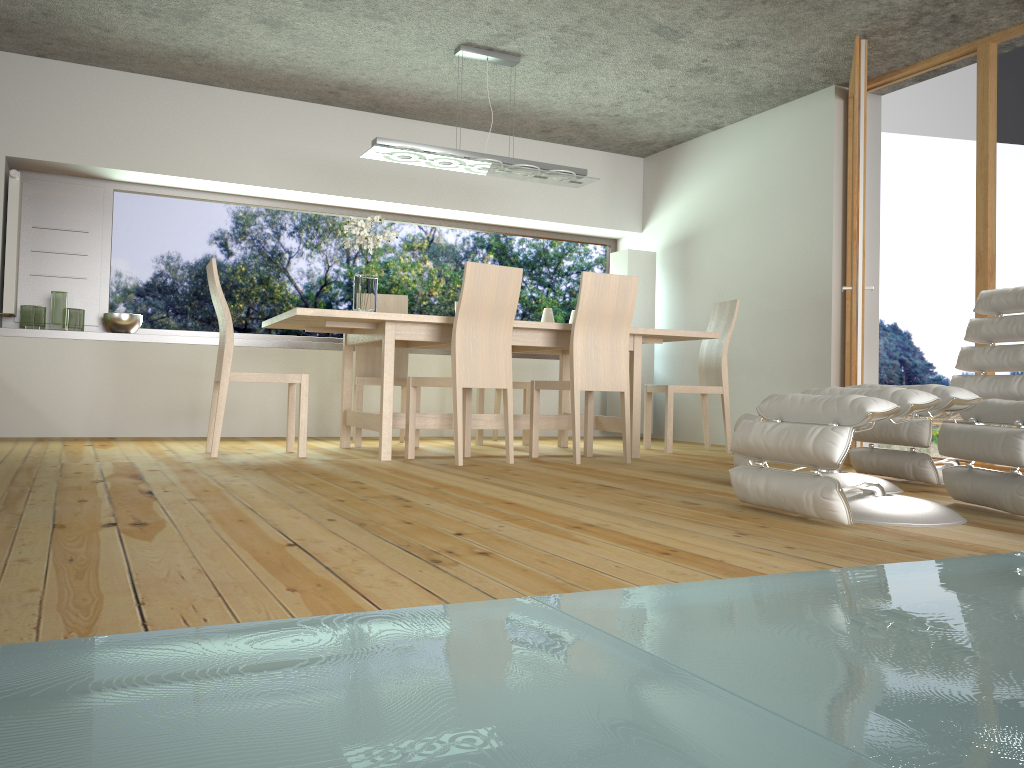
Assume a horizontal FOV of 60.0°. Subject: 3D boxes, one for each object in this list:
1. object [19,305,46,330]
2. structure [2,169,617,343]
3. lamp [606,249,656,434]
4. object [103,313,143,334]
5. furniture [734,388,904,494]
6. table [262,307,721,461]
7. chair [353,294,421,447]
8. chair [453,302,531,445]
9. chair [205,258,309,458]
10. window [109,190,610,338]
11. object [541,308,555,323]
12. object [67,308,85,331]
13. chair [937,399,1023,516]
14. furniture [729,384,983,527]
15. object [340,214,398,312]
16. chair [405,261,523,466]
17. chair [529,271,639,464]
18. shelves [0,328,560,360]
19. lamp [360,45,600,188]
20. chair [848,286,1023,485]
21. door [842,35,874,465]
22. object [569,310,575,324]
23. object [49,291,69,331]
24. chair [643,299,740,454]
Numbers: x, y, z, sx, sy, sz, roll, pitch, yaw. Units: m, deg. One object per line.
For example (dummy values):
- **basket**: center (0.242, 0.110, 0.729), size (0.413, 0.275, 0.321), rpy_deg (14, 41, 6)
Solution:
- **object**: center (-3.147, -0.434, 5.824), size (0.111, 0.160, 0.112), rpy_deg (1, -1, 13)
- **structure**: center (-1.152, -0.814, 6.888), size (4.873, 1.155, 0.525), rpy_deg (2, -2, -26)
- **lamp**: center (0.993, -0.347, 7.375), size (0.280, 1.502, 0.280), rpy_deg (2, -2, -26)
- **object**: center (-2.669, -0.408, 6.081), size (0.247, 0.137, 0.247), rpy_deg (1, -1, 9)
- **furniture**: center (1.325, 0.223, 3.834), size (0.686, 0.440, 0.569), rpy_deg (1, -1, 9)
- **table**: center (-0.148, 0.035, 5.333), size (2.499, 0.756, 1.200), rpy_deg (2, -1, -23)
- **chair**: center (-0.841, -0.110, 5.853), size (0.404, 1.018, 0.506), rpy_deg (2, -2, -15)
- **chair**: center (-0.158, -0.090, 6.348), size (0.404, 1.018, 0.506), rpy_deg (2, -2, -28)
- **chair**: center (-1.382, -0.129, 4.767), size (0.506, 1.018, 0.404), rpy_deg (2, -2, -23)
- **window**: center (-0.981, -0.838, 7.212), size (4.184, 0.979, 0.012), rpy_deg (2, -2, -26)
- **object**: center (0.301, -0.449, 7.507), size (0.153, 0.384, 0.153), rpy_deg (2, -2, -30)
- **object**: center (-2.965, -0.428, 5.994), size (0.111, 0.160, 0.112), rpy_deg (3, -2, -42)
- **chair**: center (2.056, -0.027, 3.108), size (0.914, 0.970, 0.569), rpy_deg (1, -2, -1)
- **furniture**: center (1.160, 0.214, 2.958), size (0.686, 0.440, 0.569), rpy_deg (2, -1, -20)
- **object**: center (-0.826, -0.668, 5.047), size (0.304, 0.608, 0.302), rpy_deg (2, -2, -23)
- **chair**: center (-0.249, -0.101, 4.688), size (0.404, 1.018, 0.506), rpy_deg (3, -2, -37)
- **chair**: center (0.404, -0.083, 4.947), size (0.404, 1.018, 0.506), rpy_deg (2, -2, -27)
- **shelves**: center (-1.155, -0.270, 6.850), size (4.868, 0.054, 0.403), rpy_deg (2, 0, -26)
- **lamp**: center (-0.159, -1.677, 5.452), size (1.489, 0.720, 0.290), rpy_deg (2, -2, -26)
- **chair**: center (2.163, -0.018, 4.297), size (0.913, 0.970, 0.569), rpy_deg (2, -2, -16)
- **door**: center (2.090, -0.754, 5.403), size (0.163, 2.420, 0.934), rpy_deg (1, -2, 19)
- **object**: center (0.545, -0.443, 7.628), size (0.153, 0.384, 0.153), rpy_deg (2, -2, -30)
- **object**: center (-2.982, -0.477, 5.840), size (0.099, 0.259, 0.099), rpy_deg (2, -2, -22)
- **chair**: center (1.203, -0.057, 5.945), size (0.506, 1.018, 0.404), rpy_deg (2, -2, -13)
